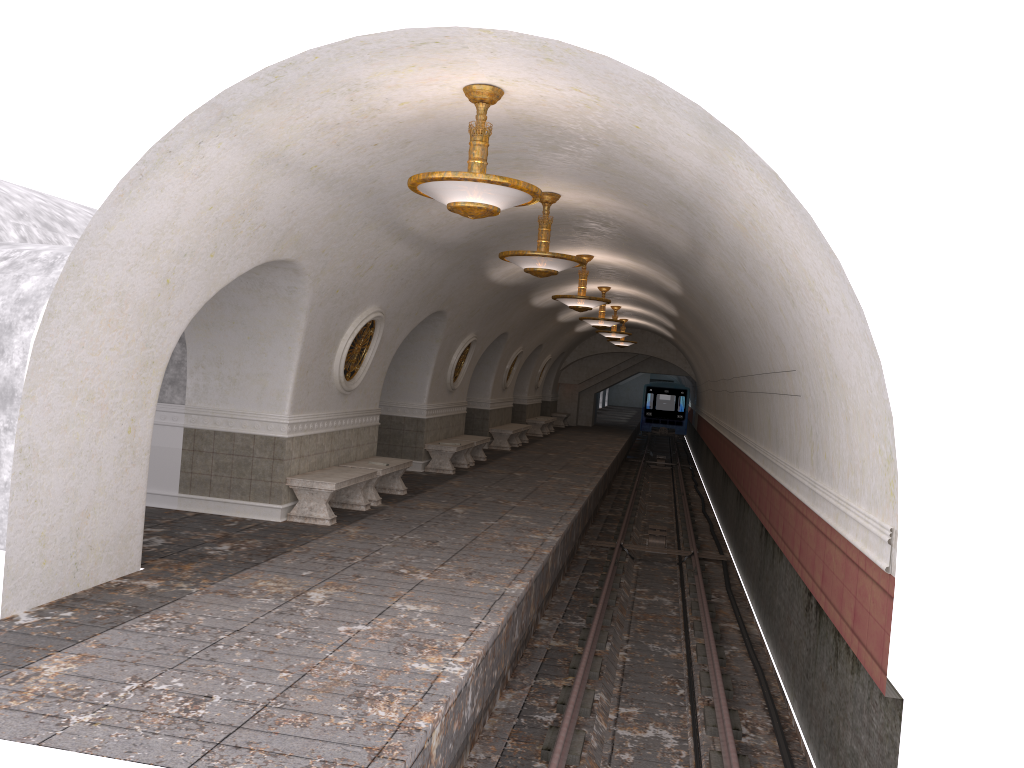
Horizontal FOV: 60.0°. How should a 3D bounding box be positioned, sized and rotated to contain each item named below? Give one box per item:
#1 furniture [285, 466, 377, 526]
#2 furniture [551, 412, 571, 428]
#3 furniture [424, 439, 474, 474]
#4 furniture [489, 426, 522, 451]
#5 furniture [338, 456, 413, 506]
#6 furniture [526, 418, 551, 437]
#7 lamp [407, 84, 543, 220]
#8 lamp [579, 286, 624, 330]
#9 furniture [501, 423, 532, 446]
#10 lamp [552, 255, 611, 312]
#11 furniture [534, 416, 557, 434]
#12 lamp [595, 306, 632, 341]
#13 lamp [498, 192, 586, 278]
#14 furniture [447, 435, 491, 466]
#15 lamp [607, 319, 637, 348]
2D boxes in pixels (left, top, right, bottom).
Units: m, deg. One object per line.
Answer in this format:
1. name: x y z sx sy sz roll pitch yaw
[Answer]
1. furniture: -2.215 1.364 10.964 0.613 0.508 1.509 5 1 10
2. furniture: 1.908 1.410 34.907 0.613 0.508 1.509 5 1 10
3. furniture: -1.195 1.375 16.886 0.613 0.508 1.509 5 1 10
4. furniture: -0.173 1.386 22.820 0.613 0.508 1.509 5 1 10
5. furniture: -1.929 1.367 12.621 0.613 0.508 1.509 5 1 10
6. furniture: 0.839 1.398 28.696 0.613 0.508 1.509 5 1 10
7. lamp: -0.252 -1.702 6.598 1.008 0.955 1.008 4 1 -34
8. lamp: 2.013 -1.676 19.752 1.008 0.955 1.008 5 1 26
9. furniture: 0.112 1.390 24.477 0.613 0.508 1.509 5 1 10
10. lamp: 1.194 -1.686 14.992 1.008 0.955 1.008 5 1 -6
11. furniture: 1.124 1.401 30.353 0.613 0.508 1.509 5 1 10
12. lamp: 2.833 -1.667 24.510 1.008 0.955 1.008 5 1 26
13. lamp: 0.369 -1.695 10.200 1.008 0.955 1.008 5 1 -6
14. furniture: -0.910 1.378 18.543 0.613 0.508 1.509 5 1 10
15. lamp: 3.653 -1.658 29.270 1.008 0.955 1.008 4 1 -34
